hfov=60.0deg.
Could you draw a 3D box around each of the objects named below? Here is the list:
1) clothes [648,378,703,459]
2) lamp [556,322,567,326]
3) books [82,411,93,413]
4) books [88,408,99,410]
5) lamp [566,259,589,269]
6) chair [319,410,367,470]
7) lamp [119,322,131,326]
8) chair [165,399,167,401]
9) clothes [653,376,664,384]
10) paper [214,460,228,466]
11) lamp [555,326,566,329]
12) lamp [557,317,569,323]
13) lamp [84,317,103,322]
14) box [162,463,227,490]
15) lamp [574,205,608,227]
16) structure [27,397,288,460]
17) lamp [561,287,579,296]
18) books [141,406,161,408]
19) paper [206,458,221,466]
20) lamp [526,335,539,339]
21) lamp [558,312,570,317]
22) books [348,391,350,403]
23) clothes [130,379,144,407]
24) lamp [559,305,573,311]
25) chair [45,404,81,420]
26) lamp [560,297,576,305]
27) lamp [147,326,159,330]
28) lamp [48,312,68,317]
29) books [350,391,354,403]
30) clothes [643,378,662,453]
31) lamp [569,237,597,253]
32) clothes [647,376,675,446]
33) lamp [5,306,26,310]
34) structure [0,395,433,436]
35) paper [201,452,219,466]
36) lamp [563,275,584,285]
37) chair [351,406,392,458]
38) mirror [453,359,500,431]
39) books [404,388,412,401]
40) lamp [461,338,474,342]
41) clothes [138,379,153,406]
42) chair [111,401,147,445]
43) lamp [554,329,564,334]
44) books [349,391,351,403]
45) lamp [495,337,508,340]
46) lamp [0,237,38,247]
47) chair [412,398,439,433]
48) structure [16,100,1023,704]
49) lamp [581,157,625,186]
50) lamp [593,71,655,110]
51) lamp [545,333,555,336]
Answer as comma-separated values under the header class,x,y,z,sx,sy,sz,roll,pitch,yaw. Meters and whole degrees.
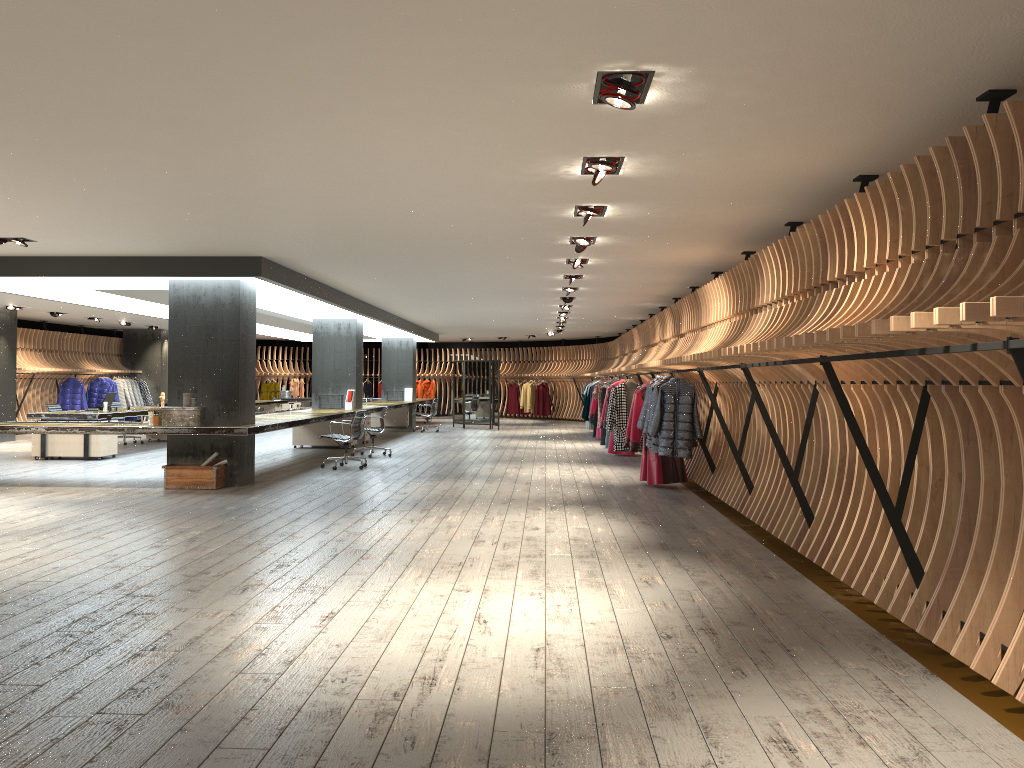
class,x,y,z,sx,sy,sz,roll,pitch,yaw
clothes,1.725,0.360,9.432,0.181,0.854,0.682,1,-1,-45
lamp,1.225,-1.564,21.963,0.269,0.286,0.492,0,0,2
books,-6.906,0.458,14.410,0.155,0.025,0.110,0,0,-3
books,-7.410,0.444,15.657,0.186,0.027,0.112,0,0,-13
lamp,0.797,-1.532,10.808,0.269,0.294,0.492,0,0,2
chair,-2.525,0.826,13.276,0.667,0.860,0.693,0,0,-2
lamp,-9.983,-1.631,22.890,0.269,0.286,0.492,0,0,2
chair,-7.658,0.776,20.577,0.667,0.860,0.693,0,0,-2
clothes,1.761,0.333,10.063,0.511,0.854,0.227,0,-1,23
paper,-3.747,1.059,10.661,0.624,0.290,0.041,0,-1,-16
lamp,1.286,-1.564,23.557,0.269,0.294,0.492,0,0,2
lamp,1.164,-1.552,20.370,0.269,0.301,0.492,0,0,2
lamp,-10.044,-1.623,21.297,0.269,0.294,0.492,0,0,2
box,-3.825,1.116,10.691,0.664,0.282,0.341,0,0,2
lamp,0.674,-1.521,7.621,0.269,0.298,0.492,0,0,2
structure,-6.981,0.791,19.375,1.162,0.844,10.450,0,0,2
lamp,0.919,-1.540,13.996,0.269,0.294,0.492,0,0,2
books,-7.065,0.456,17.372,0.366,0.026,0.213,0,0,13
paper,-3.791,1.059,10.638,0.723,0.365,0.047,0,-1,22
lamp,0.631,-1.581,28.220,0.269,0.292,0.492,1,0,-30
lamp,1.102,-1.551,18.776,0.269,0.296,0.492,0,0,2
books,-3.204,0.313,17.485,0.048,0.368,0.215,0,-1,2
clothes,-10.731,0.384,24.976,0.752,1.062,0.128,0,-1,1
lamp,1.041,-1.553,17.183,0.269,0.284,0.492,0,0,2
chair,-7.899,0.788,15.771,0.667,0.860,0.693,0,0,-12
lamp,0.980,-1.545,15.589,0.269,0.291,0.492,0,0,2
lamp,-9.922,-1.632,24.484,0.269,0.292,0.492,0,0,2
lamp,-10.105,-1.620,19.703,0.269,0.292,0.492,0,0,2
books,-3.160,0.313,17.483,0.048,0.368,0.215,0,-1,2
clothes,1.747,0.358,9.887,0.585,0.854,0.211,0,-1,29
lamp,0.735,-1.524,9.215,0.269,0.302,0.492,0,0,2
clothes,1.758,0.335,9.761,0.530,0.856,0.234,0,-1,1
lamp,-10.166,-1.614,18.110,0.269,0.296,0.492,0,0,2
structure,-5.154,0.802,19.090,4.836,0.844,18.473,0,0,2
paper,-3.752,1.031,10.602,0.572,0.460,0.043,0,-1,20
lamp,0.858,-1.535,12.402,0.269,0.295,0.492,0,0,2
chair,-2.453,0.821,15.352,0.667,0.860,0.693,1,0,-22
mirror,-0.967,0.286,24.490,2.111,1.892,0.443,0,-1,43
books,-2.918,0.298,24.976,0.215,0.368,0.073,0,-1,2
lamp,-1.541,-1.600,30.495,0.492,0.292,0.269,0,0,35
clothes,-10.703,0.438,25.527,0.799,1.186,0.191,0,-1,3
chair,-7.792,0.783,17.935,0.667,0.860,0.693,0,0,-7
lamp,1.344,-1.569,25.151,0.269,0.291,0.492,0,0,-2
books,-3.182,0.313,17.484,0.048,0.368,0.215,0,-1,2
lamp,-0.303,-1.590,29.502,0.269,0.294,0.492,1,0,-43
lamp,-5.327,-1.564,9.369,0.492,0.291,0.269,0,0,2
chair,-2.215,0.802,22.771,0.667,0.860,0.693,0,0,-2
structure,-4.650,-0.049,15.010,14.882,2.440,36.549,0,0,2
lamp,0.613,-1.519,6.028,0.269,0.295,0.492,0,0,2
lamp,0.552,-1.516,4.434,0.269,0.293,0.492,0,0,2
lamp,1.195,-1.577,26.736,0.269,0.287,0.492,0,0,-17
